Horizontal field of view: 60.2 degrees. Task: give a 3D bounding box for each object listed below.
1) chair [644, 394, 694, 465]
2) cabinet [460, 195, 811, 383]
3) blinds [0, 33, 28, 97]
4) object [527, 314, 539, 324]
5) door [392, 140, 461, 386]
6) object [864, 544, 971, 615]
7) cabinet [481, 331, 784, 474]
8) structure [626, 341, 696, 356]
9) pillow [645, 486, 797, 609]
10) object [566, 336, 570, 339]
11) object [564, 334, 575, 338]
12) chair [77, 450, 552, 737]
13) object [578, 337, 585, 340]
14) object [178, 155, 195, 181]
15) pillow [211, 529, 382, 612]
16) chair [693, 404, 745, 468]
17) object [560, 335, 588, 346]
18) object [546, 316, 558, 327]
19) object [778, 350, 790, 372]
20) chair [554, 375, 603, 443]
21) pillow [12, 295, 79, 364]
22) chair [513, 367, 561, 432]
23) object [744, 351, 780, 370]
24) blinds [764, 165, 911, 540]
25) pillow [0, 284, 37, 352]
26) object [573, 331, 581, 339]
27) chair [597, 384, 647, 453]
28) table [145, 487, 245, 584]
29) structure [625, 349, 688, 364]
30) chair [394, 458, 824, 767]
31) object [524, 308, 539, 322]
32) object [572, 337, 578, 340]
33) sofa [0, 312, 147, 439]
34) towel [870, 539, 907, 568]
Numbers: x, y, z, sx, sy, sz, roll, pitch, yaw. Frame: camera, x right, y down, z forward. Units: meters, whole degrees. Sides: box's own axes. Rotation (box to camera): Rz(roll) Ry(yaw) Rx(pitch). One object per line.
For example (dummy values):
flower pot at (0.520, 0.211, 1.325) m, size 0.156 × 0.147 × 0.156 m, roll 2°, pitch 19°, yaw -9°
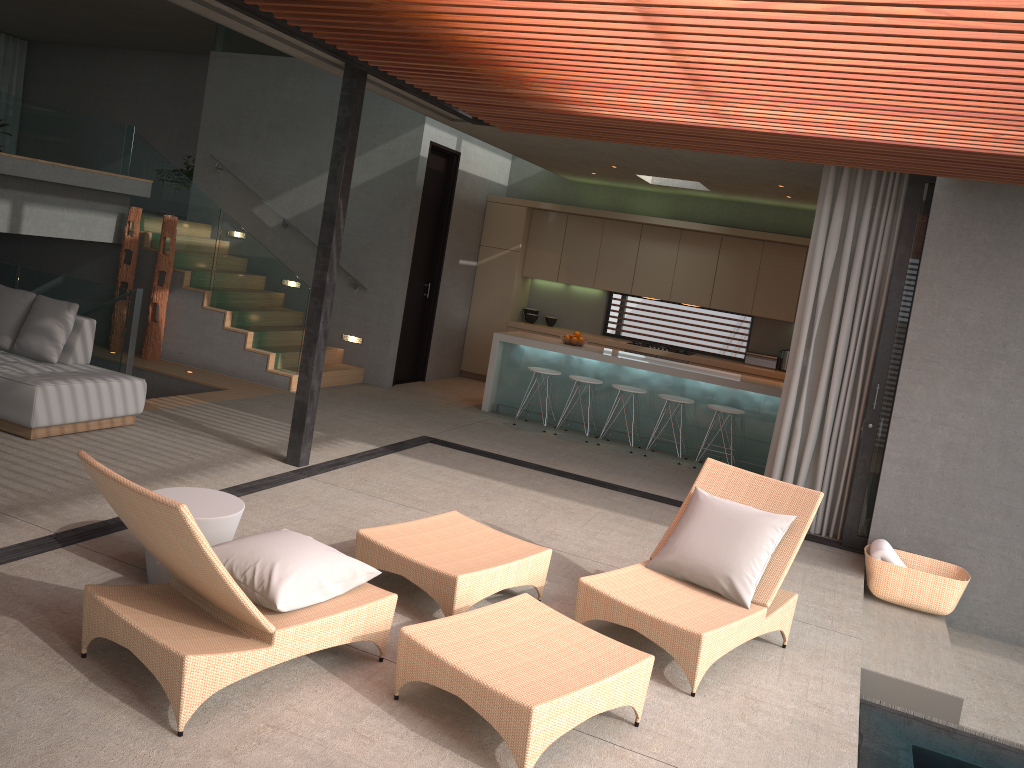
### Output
chair at (1.623, 0.449, 9.020) m, size 0.384 × 0.620 × 0.382 m, roll 11°, pitch 5°, yaw 22°
cabinet at (2.729, -0.583, 10.586) m, size 7.512 × 2.554 × 1.967 m, roll 12°, pitch 6°, yaw 22°
blinds at (-9.960, -4.916, 14.794) m, size 0.224 × 2.712 × 3.855 m, roll 11°, pitch 7°, yaw 21°
object at (0.278, -0.907, 12.336) m, size 0.169 × 0.126 × 0.170 m, roll 10°, pitch 6°, yaw 8°
door at (-1.322, -0.391, 8.504) m, size 15.298 × 4.453 × 5.824 m, roll 8°, pitch 6°, yaw -6°
object at (2.789, 1.386, 6.157) m, size 0.683 × 0.299 × 0.447 m, roll 12°, pitch 7°, yaw 21°
cabinet at (1.751, 0.247, 9.594) m, size 4.144 × 0.895 × 0.801 m, roll 12°, pitch 6°, yaw 22°
structure at (1.959, -0.454, 11.567) m, size 0.843 × 0.090 × 0.464 m, roll 12°, pitch 9°, yaw 22°
pillow at (1.096, 0.835, 4.650) m, size 0.614 × 0.425 × 0.426 m, roll 15°, pitch 8°, yaw 39°
object at (0.626, -0.499, 9.959) m, size 0.080 × 0.081 × 0.082 m, roll 5°, pitch 7°, yaw -39°
object at (0.643, -0.512, 10.010) m, size 0.096 × 0.099 × 0.175 m, roll 7°, pitch 7°, yaw -24°
chair at (-0.724, 0.705, 3.987) m, size 0.706 × 0.822 × 2.291 m, roll 13°, pitch 8°, yaw 36°
object at (0.777, -0.482, 9.968) m, size 0.094 × 0.094 × 0.094 m, roll 10°, pitch 6°, yaw 10°
object at (-4.651, -2.923, 13.410) m, size 1.425 × 1.205 × 1.247 m, roll 5°, pitch 7°, yaw -35°
pillow at (-0.963, 0.759, 3.742) m, size 0.600 × 0.193 × 0.593 m, roll 14°, pitch 9°, yaw 33°
chair at (2.084, 0.551, 8.832) m, size 0.384 × 0.620 × 0.382 m, roll 11°, pitch 5°, yaw 22°
object at (0.697, -0.483, 10.009) m, size 0.317 × 0.081 × 0.316 m, roll 12°, pitch 8°, yaw 21°
object at (0.544, -0.869, 12.370) m, size 0.169 × 0.126 × 0.170 m, roll 10°, pitch 6°, yaw 8°
object at (3.503, -0.293, 11.150) m, size 0.280 × 0.284 × 0.177 m, roll 12°, pitch 5°, yaw 27°
chair at (0.732, 0.252, 9.384) m, size 0.384 × 0.620 × 0.382 m, roll 11°, pitch 5°, yaw 22°
pillow at (-3.667, -0.432, 6.963) m, size 0.495 × 0.481 × 0.266 m, roll 12°, pitch 5°, yaw 22°
chair at (0.301, 0.156, 9.561) m, size 0.384 × 0.620 × 0.382 m, roll 11°, pitch 5°, yaw 22°
object at (3.199, -0.302, 11.314) m, size 0.402 × 0.159 × 0.241 m, roll 12°, pitch 7°, yaw 22°
blinds at (2.602, -0.269, 6.950) m, size 0.889 × 2.919 × 0.229 m, roll 11°, pitch 4°, yaw 18°
pillow at (-4.103, -0.540, 7.145) m, size 0.495 × 0.495 × 0.238 m, roll 12°, pitch 5°, yaw 22°
object at (0.737, -0.551, 10.026) m, size 0.096 × 0.094 × 0.094 m, roll 14°, pitch 8°, yaw 41°
chair at (1.169, 0.348, 9.204) m, size 0.384 × 0.620 × 0.382 m, roll 11°, pitch 5°, yaw 22°
table at (-1.552, 0.756, 4.231) m, size 0.475 × 0.391 × 0.478 m, roll 10°, pitch 6°, yaw 3°
structure at (1.812, -0.123, 11.356) m, size 0.833 × 0.498 × 0.079 m, roll 12°, pitch 4°, yaw 22°
chair at (0.587, 0.906, 4.073) m, size 0.707 × 0.822 × 2.289 m, roll 14°, pitch 9°, yaw 40°
object at (0.262, -0.968, 12.525) m, size 0.225 × 0.187 × 0.227 m, roll 9°, pitch 6°, yaw -1°
object at (0.699, -0.485, 9.918) m, size 0.087 × 0.086 × 0.087 m, roll 10°, pitch 6°, yaw 12°
sofa at (-3.742, -0.167, 6.728) m, size 1.605 × 0.729 × 1.014 m, roll 12°, pitch 7°, yaw 22°
towel at (2.660, 1.300, 6.205) m, size 0.311 × 0.310 × 0.369 m, roll 12°, pitch 7°, yaw 22°
